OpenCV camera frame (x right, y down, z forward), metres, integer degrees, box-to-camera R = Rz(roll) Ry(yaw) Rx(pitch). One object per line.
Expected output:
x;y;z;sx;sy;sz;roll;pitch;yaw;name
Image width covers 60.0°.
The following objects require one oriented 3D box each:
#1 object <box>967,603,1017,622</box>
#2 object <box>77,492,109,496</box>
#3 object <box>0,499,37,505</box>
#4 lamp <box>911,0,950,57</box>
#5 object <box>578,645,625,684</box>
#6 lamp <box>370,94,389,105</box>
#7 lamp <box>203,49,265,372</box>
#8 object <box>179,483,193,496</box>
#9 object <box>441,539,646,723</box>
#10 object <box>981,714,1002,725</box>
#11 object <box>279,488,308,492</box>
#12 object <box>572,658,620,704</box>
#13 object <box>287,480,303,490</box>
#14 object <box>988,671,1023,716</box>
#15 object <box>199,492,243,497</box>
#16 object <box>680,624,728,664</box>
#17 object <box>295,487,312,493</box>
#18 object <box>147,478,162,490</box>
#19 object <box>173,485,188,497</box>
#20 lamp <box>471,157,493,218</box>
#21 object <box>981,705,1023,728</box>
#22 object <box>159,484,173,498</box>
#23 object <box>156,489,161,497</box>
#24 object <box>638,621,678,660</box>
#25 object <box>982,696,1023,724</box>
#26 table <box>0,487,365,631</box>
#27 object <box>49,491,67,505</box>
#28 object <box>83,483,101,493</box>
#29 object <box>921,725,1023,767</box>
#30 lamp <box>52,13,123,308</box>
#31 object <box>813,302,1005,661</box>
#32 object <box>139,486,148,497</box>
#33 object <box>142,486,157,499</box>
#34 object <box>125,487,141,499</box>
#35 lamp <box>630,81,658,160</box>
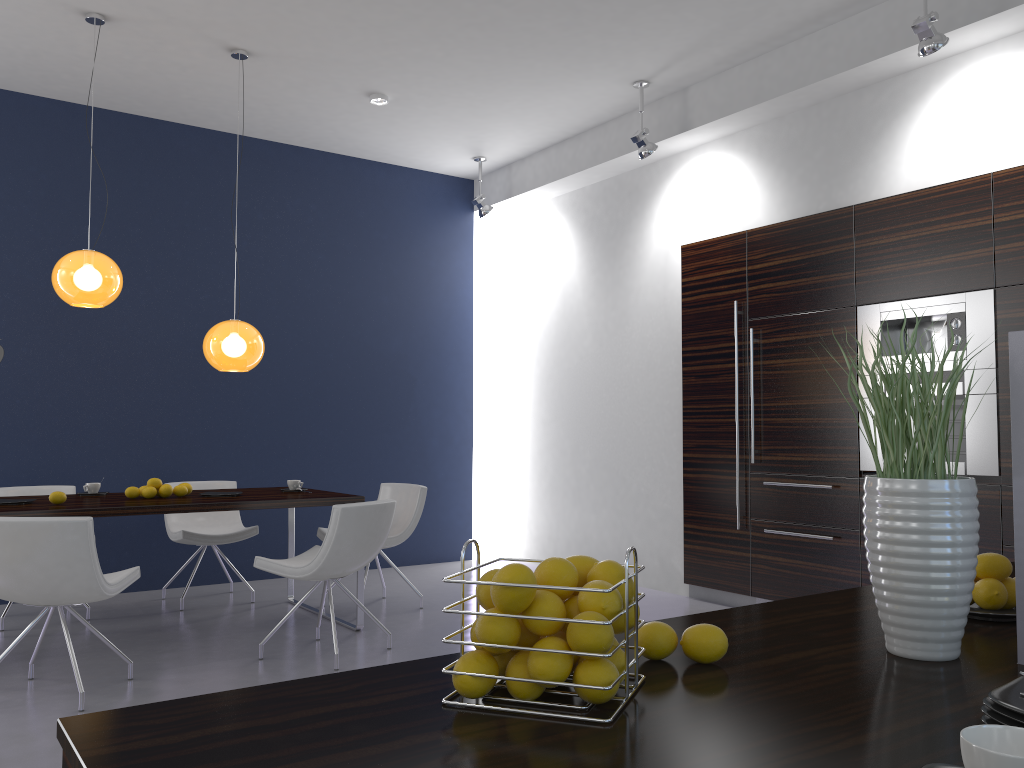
0.819;0.384;1.544;0.232;0.020;0.232;2;-3;-26;object
-2.481;0.651;5.250;0.154;0.020;0.154;0;-3;10;object
-2.627;0.617;4.626;0.232;0.020;0.232;0;-3;-6;object
1.821;-1.849;4.319;0.605;0.511;0.171;0;-3;-3;lamp
0.108;0.335;1.047;0.061;0.053;0.053;0;-3;8;object
-0.929;-1.991;6.208;0.132;0.035;0.132;-1;-3;12;lamp
-1.685;-1.063;5.425;0.359;1.974;0.358;2;-4;-30;lamp
-1.930;0.620;5.222;0.094;0.077;0.079;-2;-4;29;object
0.043;0.278;1.061;0.207;0.174;0.189;-1;-3;20;object
0.607;0.348;0.857;0.232;0.020;0.232;2;-3;-26;object
-1.380;0.672;5.606;0.154;0.020;0.154;-1;-3;11;object
0.094;0.330;0.988;0.053;0.053;0.061;0;-3;10;object
-1.370;0.641;5.609;0.101;0.064;0.081;1;-3;-9;object
0.793;0.257;0.894;0.646;0.147;0.269;1;-3;-10;object
-1.713;0.651;5.221;0.232;0.020;0.232;0;-3;-6;object
0.257;0.348;1.188;0.063;0.051;0.053;-1;-3;24;object
-1.300;0.661;5.526;0.155;0.028;0.032;-2;-4;36;object
-2.038;0.570;5.059;0.083;0.068;0.070;2;-4;-31;object
-1.921;0.620;5.138;0.083;0.068;0.070;2;-4;-31;object
-0.252;-1.675;7.606;0.185;0.511;0.150;2;-4;-35;lamp
0.607;0.338;0.857;0.232;0.020;0.232;2;-3;-26;object
-1.974;0.610;5.058;0.076;0.080;0.094;2;-4;-33;object
-2.028;0.617;5.121;0.069;0.071;0.081;-2;-4;32;object
0.195;0.349;1.205;0.063;0.051;0.053;2;-4;-31;object
0.607;0.328;0.858;0.232;0.020;0.232;2;-4;-31;object
-2.025;1.042;5.070;2.046;0.783;1.127;2;-4;-35;table
-2.350;0.589;4.589;0.083;0.068;0.070;2;-4;-31;object
-2.479;0.619;5.242;0.081;0.064;0.101;1;-3;-10;object
0.396;0.315;0.698;0.153;0.069;0.153;-2;-4;29;object
-2.356;-1.254;4.965;0.358;1.645;0.359;1;-3;-24;lamp
0.551;0.127;1.265;0.247;0.502;0.269;0;-3;8;object
-2.096;0.616;5.073;0.083;0.068;0.070;-1;-3;24;object
-2.047;0.612;5.004;0.083;0.068;0.070;-1;-3;24;object
-2.135;0.612;4.994;0.083;0.068;0.070;2;-4;-31;object
0.889;-1.762;5.965;0.185;0.511;0.150;2;-4;-35;lamp
